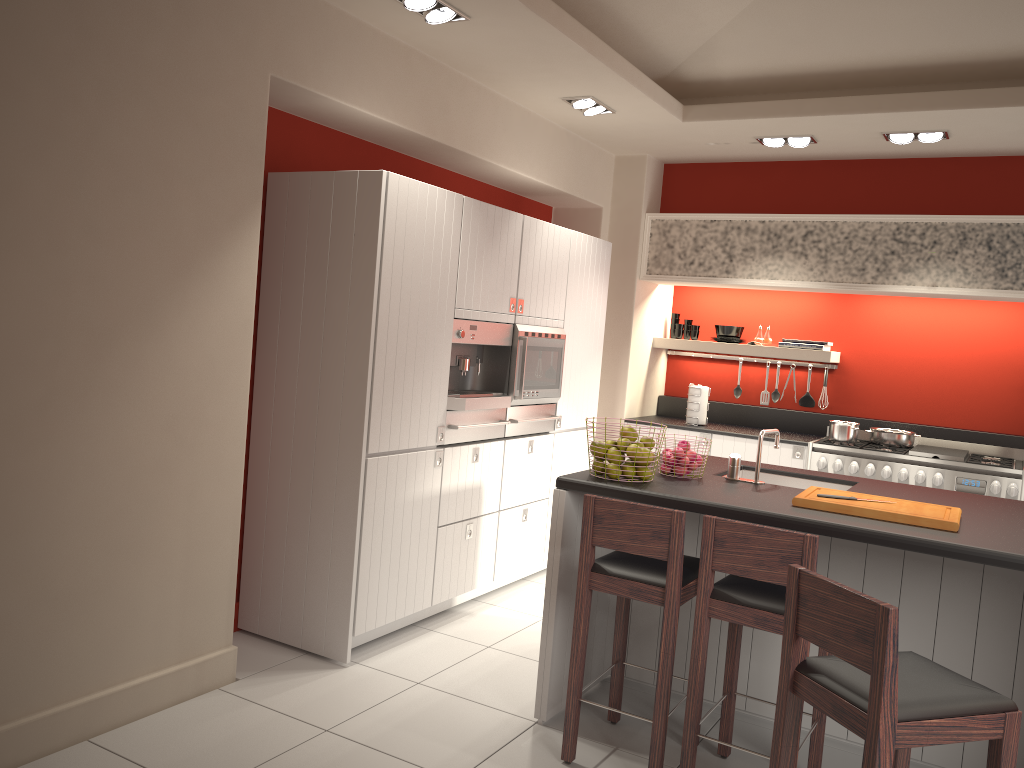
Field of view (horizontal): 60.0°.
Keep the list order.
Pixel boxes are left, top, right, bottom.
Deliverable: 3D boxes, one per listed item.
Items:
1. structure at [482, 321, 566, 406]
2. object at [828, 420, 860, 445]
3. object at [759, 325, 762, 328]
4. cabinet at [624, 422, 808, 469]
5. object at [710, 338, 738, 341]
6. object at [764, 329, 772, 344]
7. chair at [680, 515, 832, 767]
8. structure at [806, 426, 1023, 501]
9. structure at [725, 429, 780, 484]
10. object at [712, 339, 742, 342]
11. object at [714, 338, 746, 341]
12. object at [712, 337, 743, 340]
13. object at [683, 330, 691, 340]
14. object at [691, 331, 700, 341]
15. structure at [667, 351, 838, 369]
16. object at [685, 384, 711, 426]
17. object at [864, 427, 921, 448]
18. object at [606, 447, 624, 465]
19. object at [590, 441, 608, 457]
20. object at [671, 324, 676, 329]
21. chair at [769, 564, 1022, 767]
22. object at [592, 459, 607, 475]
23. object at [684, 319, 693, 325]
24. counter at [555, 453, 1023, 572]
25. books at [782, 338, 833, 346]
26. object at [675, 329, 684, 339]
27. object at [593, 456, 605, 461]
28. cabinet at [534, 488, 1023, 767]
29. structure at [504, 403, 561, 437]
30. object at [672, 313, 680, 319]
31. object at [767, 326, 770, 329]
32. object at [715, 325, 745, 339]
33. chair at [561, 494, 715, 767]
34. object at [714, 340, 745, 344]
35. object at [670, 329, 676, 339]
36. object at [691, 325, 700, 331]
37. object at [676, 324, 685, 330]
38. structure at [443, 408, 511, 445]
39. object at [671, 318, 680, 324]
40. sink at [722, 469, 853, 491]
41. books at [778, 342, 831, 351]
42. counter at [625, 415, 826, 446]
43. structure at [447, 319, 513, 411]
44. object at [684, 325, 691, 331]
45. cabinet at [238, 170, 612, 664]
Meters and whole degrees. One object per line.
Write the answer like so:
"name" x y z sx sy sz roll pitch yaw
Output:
"structure" 0.074 -0.123 5.413 0.333 0.472 0.610 7 4 30
"object" 2.290 0.337 6.128 0.201 0.148 0.201 6 4 22
"object" 1.912 -0.440 6.823 0.023 0.031 0.024 4 3 -19
"cabinet" 1.572 0.847 6.730 1.361 0.993 0.687 7 4 30
"object" 1.709 -0.341 7.011 0.280 0.016 0.280 7 4 29
"object" 1.981 -0.361 6.875 0.077 0.134 0.076 5 3 13
"chair" 0.906 0.974 3.191 0.383 1.008 0.474 7 4 32
"structure" 2.703 0.926 6.028 1.322 1.085 0.778 7 4 30
"structure" 1.072 0.318 3.953 0.183 0.249 0.224 7 4 30
"object" 1.708 -0.336 7.011 0.280 0.016 0.280 7 4 29
"object" 1.709 -0.346 7.011 0.280 0.016 0.280 7 4 29
"object" 1.710 -0.352 7.010 0.280 0.016 0.280 7 4 29
"object" 1.424 -0.397 7.205 0.070 0.076 0.070 5 3 1
"object" 1.456 -0.386 7.064 0.070 0.076 0.070 5 3 1
"structure" 1.889 -0.195 7.068 1.355 0.034 0.054 7 4 30
"object" 1.399 0.157 6.701 0.168 0.304 0.163 3 4 -31
"object" 2.687 0.379 6.274 0.309 0.104 0.309 3 4 -33
"object" 0.426 0.300 3.670 0.076 0.077 0.076 4 3 -6
"object" 0.361 0.272 3.690 0.077 0.068 0.076 6 4 23
"object" 1.331 -0.452 7.258 0.070 0.076 0.070 5 3 1
"chair" 1.012 1.031 2.390 0.474 1.008 0.383 4 3 -20
"object" 0.367 0.347 3.694 0.068 0.068 0.068 8 4 41
"object" 1.431 -0.484 7.201 0.070 0.076 0.070 5 3 1
"counter" 1.409 0.494 3.721 2.055 0.050 1.415 7 4 30
"books" 2.227 -0.315 6.678 0.332 0.026 0.207 7 4 30
"object" 1.334 -0.396 7.077 0.070 0.076 0.070 5 3 1
"object" 0.376 0.290 3.756 0.076 0.077 0.076 4 3 -6
"cabinet" 1.359 1.023 3.753 2.035 1.010 1.423 7 4 30
"structure" 0.118 0.217 5.394 0.129 0.177 0.617 7 4 30
"object" 1.338 -0.539 7.253 0.070 0.076 0.070 5 3 1
"object" 1.989 -0.435 6.871 0.026 0.032 0.023 5 3 12
"object" 1.714 -0.403 7.008 0.232 0.108 0.233 4 4 -19
"chair" 0.508 0.928 3.419 0.383 1.008 0.474 7 4 30
"object" 1.708 -0.330 7.012 0.280 0.016 0.280 7 4 29
"object" 1.328 -0.408 7.260 0.070 0.076 0.070 5 3 1
"object" 1.460 -0.429 7.062 0.070 0.076 0.070 5 3 1
"object" 1.338 -0.440 7.074 0.070 0.076 0.070 5 3 1
"structure" -0.195 0.223 4.848 0.129 0.177 0.617 7 4 30
"object" 1.335 -0.495 7.256 0.070 0.076 0.070 5 3 1
"sink" 1.252 0.584 4.093 0.568 0.258 0.516 7 4 30
"books" 2.200 -0.282 6.670 0.331 0.042 0.207 7 4 35
"counter" 1.616 0.340 6.699 1.360 0.026 0.699 7 4 30
"structure" -0.303 -0.120 4.907 0.453 0.470 0.623 7 4 30
"object" 1.427 -0.440 7.203 0.070 0.076 0.070 5 3 1
"cabinet" -0.329 0.117 5.288 0.717 2.249 2.557 7 4 30
